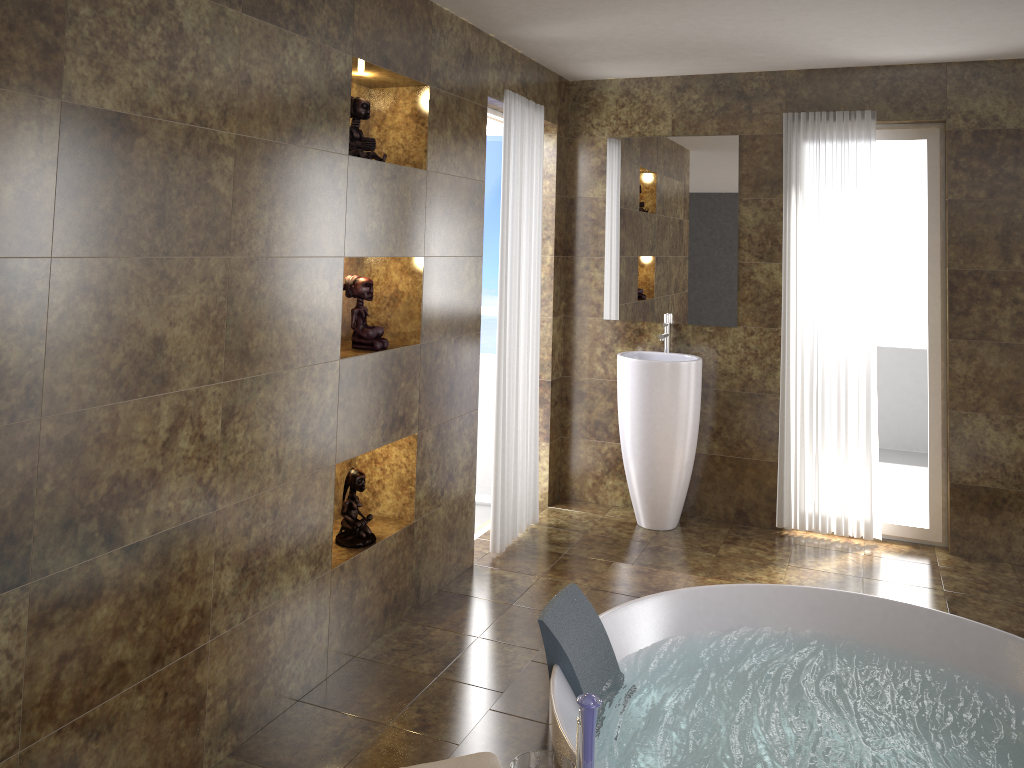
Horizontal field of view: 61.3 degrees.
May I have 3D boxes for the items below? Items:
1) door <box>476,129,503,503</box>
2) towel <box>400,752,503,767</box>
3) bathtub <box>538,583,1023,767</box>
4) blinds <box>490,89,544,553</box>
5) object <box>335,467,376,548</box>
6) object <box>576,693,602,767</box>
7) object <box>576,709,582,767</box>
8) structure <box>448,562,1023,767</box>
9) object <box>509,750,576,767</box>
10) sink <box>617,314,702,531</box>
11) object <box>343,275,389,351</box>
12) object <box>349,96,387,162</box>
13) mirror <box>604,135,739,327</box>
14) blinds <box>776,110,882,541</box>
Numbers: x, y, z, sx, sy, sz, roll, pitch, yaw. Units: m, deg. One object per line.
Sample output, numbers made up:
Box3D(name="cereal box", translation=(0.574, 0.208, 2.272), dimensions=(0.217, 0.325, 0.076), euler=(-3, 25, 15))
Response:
Box3D(name="door", translation=(-0.419, -0.439, 5.162), dimensions=(0.962, 2.225, 0.039), euler=(1, -4, 12))
Box3D(name="towel", translation=(-0.146, 0.987, 1.992), dimensions=(0.321, 0.149, 0.342), euler=(-1, 8, -23))
Box3D(name="bathtub", translation=(0.980, 1.052, 2.455), dimensions=(1.750, 0.521, 1.766), euler=(-4, 10, -36))
Box3D(name="blinds", translation=(0.053, -0.363, 4.457), dimensions=(0.068, 2.274, 0.595), euler=(0, -3, 22))
Box3D(name="object", translation=(-0.584, 0.455, 3.257), dimensions=(0.152, 0.273, 0.151), euler=(1, -1, 23))
Box3D(name="object", translation=(0.159, 0.868, 1.824), dimensions=(0.136, 0.419, 0.135), euler=(0, -3, 30))
Box3D(name="object", translation=(0.158, 0.900, 1.969), dimensions=(0.130, 0.308, 0.129), euler=(0, -2, 30))
Box3D(name="structure", translation=(0.982, 1.060, 2.455), dimensions=(2.011, 0.123, 2.017), euler=(5, 10, 22))
Box3D(name="object", translation=(0.076, 0.988, 2.123), dimensions=(0.170, 0.075, 0.171), euler=(2, 7, 4))
Box3D(name="sink", translation=(0.795, 0.195, 4.706), dimensions=(0.459, 1.135, 0.434), euler=(1, -2, 25))
Box3D(name="object", translation=(-0.561, -0.277, 3.333), dimensions=(0.175, 0.285, 0.111), euler=(1, -2, 22))
Box3D(name="object", translation=(-0.572, -0.982, 3.323), dimensions=(0.152, 0.266, 0.121), euler=(1, -2, 22))
Box3D(name="mirror", translation=(0.911, -0.892, 4.985), dimensions=(0.769, 1.090, 0.008), euler=(2, -4, 22))
Box3D(name="blinds", translation=(1.680, -0.345, 4.593), dimensions=(0.519, 2.263, 0.067), euler=(0, -4, 22))
